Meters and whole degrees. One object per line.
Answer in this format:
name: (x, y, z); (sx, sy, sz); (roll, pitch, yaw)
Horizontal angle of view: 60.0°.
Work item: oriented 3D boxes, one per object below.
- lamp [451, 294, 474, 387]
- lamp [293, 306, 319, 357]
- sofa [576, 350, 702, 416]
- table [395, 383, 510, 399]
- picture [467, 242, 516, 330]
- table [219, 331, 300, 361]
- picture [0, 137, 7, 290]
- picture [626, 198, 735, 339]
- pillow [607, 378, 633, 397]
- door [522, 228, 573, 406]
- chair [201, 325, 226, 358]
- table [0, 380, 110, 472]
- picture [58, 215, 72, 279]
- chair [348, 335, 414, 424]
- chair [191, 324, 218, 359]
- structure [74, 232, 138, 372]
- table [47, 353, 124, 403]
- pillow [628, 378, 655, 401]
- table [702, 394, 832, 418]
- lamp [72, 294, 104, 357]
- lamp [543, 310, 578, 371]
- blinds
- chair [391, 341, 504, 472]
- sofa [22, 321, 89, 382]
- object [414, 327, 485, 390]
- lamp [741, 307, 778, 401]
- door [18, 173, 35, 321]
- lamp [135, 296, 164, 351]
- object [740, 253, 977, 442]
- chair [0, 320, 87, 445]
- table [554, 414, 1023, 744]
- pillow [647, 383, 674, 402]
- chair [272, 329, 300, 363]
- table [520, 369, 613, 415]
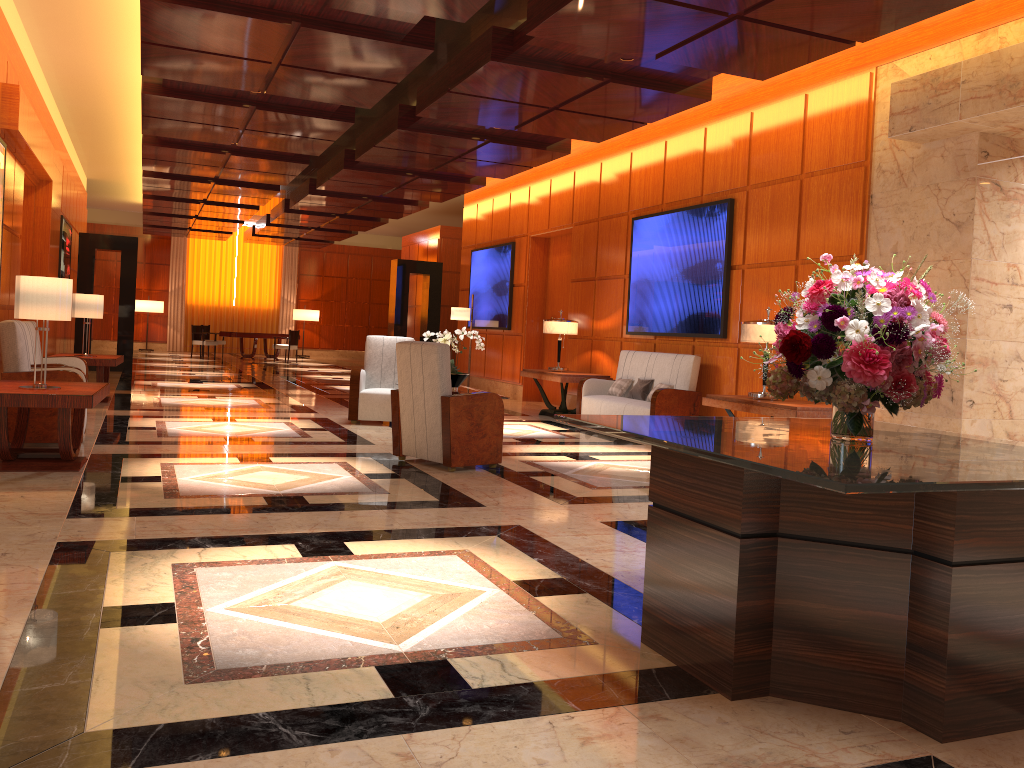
lamp: (-0.727, -0.586, 13.936); (0.526, 1.660, 0.360); (2, 1, -33)
lamp: (-6.599, -1.687, 28.297); (0.811, 1.660, 0.811); (3, 1, 17)
sofa: (1.400, 0.099, 9.969); (0.612, 0.931, 1.802); (2, 3, -22)
table: (-0.627, 0.303, 8.564); (0.722, 0.495, 1.563); (2, 3, -20)
picture: (-0.388, -1.684, 15.509); (0.056, 1.451, 2.000); (3, 2, -23)
table: (-6.836, -1.018, 24.054); (0.784, 0.741, 2.106); (5, 3, 38)
picture: (-4.413, -1.443, 7.378); (0.056, 1.451, 2.000); (3, 2, -23)
picture: (1.860, -1.267, 10.100); (0.056, 1.451, 2.000); (3, 2, -23)
pillow: (1.265, 0.039, 10.403); (0.195, 0.227, 0.345); (2, 3, -18)
door: (0.682, -0.986, 13.525); (0.340, 2.649, 1.540); (3, 1, -23)
chair: (-8.315, -1.185, 24.575); (0.576, 0.893, 0.585); (3, 2, 5)
table: (-3.187, 0.287, 6.011); (0.724, 0.533, 1.170); (2, 3, -20)
picture: (-7.581, -2.030, 15.003); (0.056, 1.451, 2.000); (3, 2, -23)
chair: (-1.396, -0.052, 9.852); (0.737, 0.960, 0.629); (3, 2, -4)
chair: (-8.144, -1.107, 23.328); (0.577, 0.893, 0.584); (3, 2, 15)
structure: (-7.517, -1.496, 16.425); (0.985, 2.496, 0.501); (2, 1, -23)
table: (-5.109, -0.069, 10.636); (0.724, 0.533, 1.170); (2, 3, -20)
pillow: (1.458, 0.062, 10.013); (0.160, 0.252, 0.358); (2, 2, -26)
table: (2.293, 0.449, 7.626); (0.725, 0.606, 1.272); (2, 3, -22)
lamp: (0.606, -0.243, 7.655); (13.011, 0.734, 0.335); (5, 2, 27)
lamp: (0.622, -0.572, 11.548); (0.459, 0.793, 0.458); (4, 2, 29)
blinds: (-8.786, -2.995, 28.024); (3.850, 4.062, 0.149); (2, 1, -23)
chair: (-0.527, 0.152, 6.985); (0.628, 0.960, 0.739); (1, 2, -44)
sofa: (-4.451, -0.124, 8.511); (0.612, 0.931, 1.802); (2, 3, -22)
object: (-0.591, -0.259, 8.687); (0.418, 0.617, 0.788); (5, 3, 45)
lamp: (2.215, -0.269, 7.714); (0.458, 0.809, 0.459); (3, 1, -14)
door: (-6.082, -1.180, 10.682); (0.340, 2.649, 1.502); (3, 1, -23)
lamp: (-10.882, -1.811, 26.510); (0.811, 1.660, 0.811); (3, 1, 17)
object: (1.219, -0.133, 3.123); (0.649, 0.658, 0.681); (2, 2, -32)
chair: (-3.725, -0.019, 7.063); (0.628, 0.960, 0.739); (2, 2, -24)
table: (1.191, 0.570, 3.117); (1.599, 0.744, 1.603); (2, 3, -23)
pillow: (1.597, 0.107, 9.587); (0.202, 0.229, 0.274); (2, 2, -20)
chair: (-5.963, -1.005, 23.525); (0.577, 0.893, 0.584); (4, 2, 20)
table: (0.674, 0.149, 11.523); (0.725, 0.606, 1.272); (2, 3, -22)
